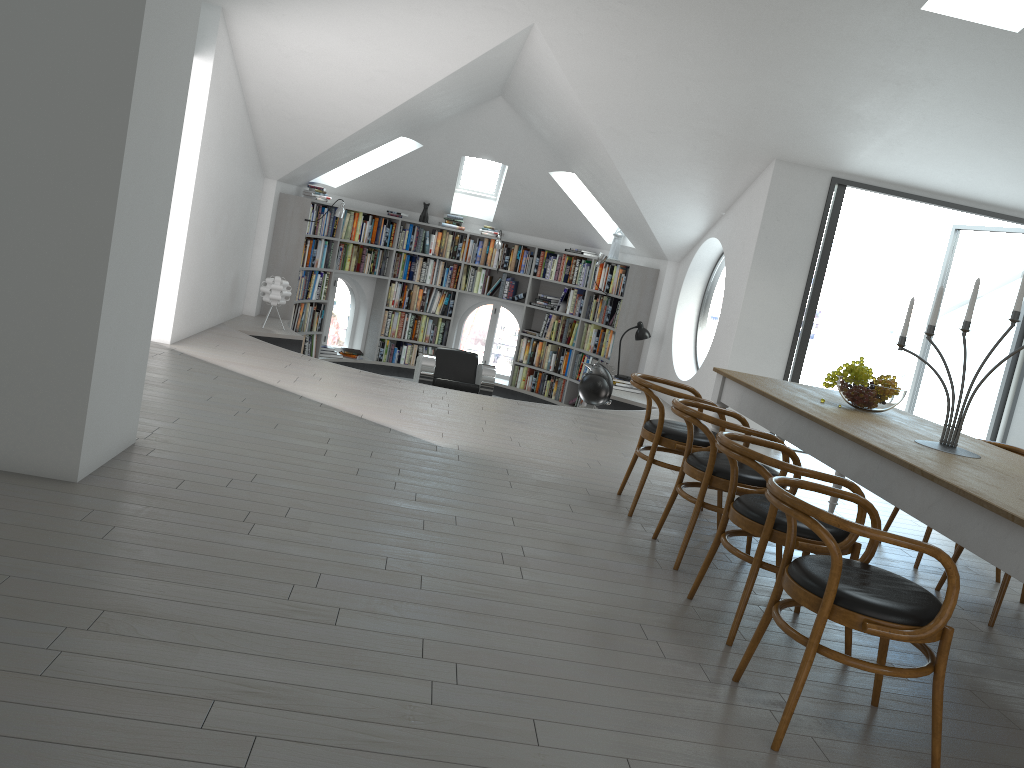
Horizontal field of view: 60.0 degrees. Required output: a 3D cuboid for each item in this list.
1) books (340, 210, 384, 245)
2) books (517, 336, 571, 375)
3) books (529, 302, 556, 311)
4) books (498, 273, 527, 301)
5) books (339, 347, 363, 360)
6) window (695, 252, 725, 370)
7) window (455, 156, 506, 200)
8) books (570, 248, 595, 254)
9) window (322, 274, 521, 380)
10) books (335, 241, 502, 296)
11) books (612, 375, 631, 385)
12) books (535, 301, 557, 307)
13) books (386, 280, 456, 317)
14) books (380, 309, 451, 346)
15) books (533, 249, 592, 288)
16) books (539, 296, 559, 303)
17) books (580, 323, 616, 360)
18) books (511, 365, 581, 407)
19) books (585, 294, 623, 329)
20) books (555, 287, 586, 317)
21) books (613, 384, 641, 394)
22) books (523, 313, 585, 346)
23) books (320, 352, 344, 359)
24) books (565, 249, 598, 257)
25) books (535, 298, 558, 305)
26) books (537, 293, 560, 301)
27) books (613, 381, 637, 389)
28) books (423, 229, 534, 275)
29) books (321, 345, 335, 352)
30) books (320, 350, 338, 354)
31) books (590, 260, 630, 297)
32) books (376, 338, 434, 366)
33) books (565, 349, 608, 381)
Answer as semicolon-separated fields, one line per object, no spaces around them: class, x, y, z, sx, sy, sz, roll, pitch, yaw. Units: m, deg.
books;-1.957;-1.971;11.067;0.270;0.371;0.792;17;10;37
books;0.476;-0.374;11.573;0.875;0.349;0.272;17;10;35
books;0.485;-1.013;11.650;0.389;0.042;0.365;17;10;33
books;0.061;-1.269;11.771;0.399;0.339;0.225;13;8;14
books;-2.080;-0.393;11.478;0.318;0.099;0.293;11;8;-5
window;2.170;-0.706;8.973;0.104;1.465;1.477;11;8;-6
window;-0.343;-2.685;10.852;4.052;0.711;1.941;10;8;-6
books;0.907;-1.700;11.359;0.233;0.027;0.249;6;10;-33
window;-1.347;-0.795;11.903;3.226;1.147;0.620;8;8;-20
books;-1.295;-1.500;11.522;2.524;0.369;0.594;7;9;-25
books;1.226;-0.042;9.784;0.269;0.031;0.287;12;9;4
books;0.491;-1.045;11.646;0.286;0.031;0.269;16;10;28
books;-1.231;-1.142;11.773;0.996;0.350;0.299;8;8;-22
books;-1.295;-0.766;11.826;1.030;0.356;0.294;8;8;-21
books;0.718;-1.486;11.425;0.973;0.366;0.306;18;10;37
books;0.504;-1.105;11.638;0.213;0.036;0.227;3;12;-46
books;1.158;-0.497;10.733;0.275;0.346;1.026;8;9;-21
books;0.585;0.049;11.405;0.359;0.310;1.504;4;11;-44
books;1.225;-0.872;10.690;0.279;0.357;1.058;9;9;-21
books;0.854;-1.045;11.327;0.555;0.349;0.255;18;10;40
books;1.212;0.025;9.793;0.365;0.042;0.389;10;9;-6
books;0.611;-0.724;11.468;0.978;0.351;0.251;18;10;36
books;-2.398;-0.399;11.274;0.365;0.042;0.390;4;11;-39
books;0.902;-1.673;11.362;0.316;0.036;0.337;3;12;-43
books;0.497;-1.075;11.642;0.269;0.031;0.287;3;12;-46
books;0.510;-1.136;11.634;0.269;0.031;0.287;7;10;-26
books;1.220;-0.011;9.788;0.286;0.034;0.306;9;9;-16
books;-0.428;-1.770;11.770;1.565;0.365;0.395;11;8;-1
books;-2.385;-0.462;11.266;0.213;0.036;0.228;7;10;-29
books;-2.391;-0.432;11.270;0.269;0.031;0.287;7;10;-29
books;1.298;-1.247;10.654;0.292;0.361;1.019;8;9;-24
books;-1.381;-0.415;11.860;1.017;0.305;0.289;8;8;-21
books;1.045;-0.144;10.837;0.303;0.357;1.190;8;9;-25
